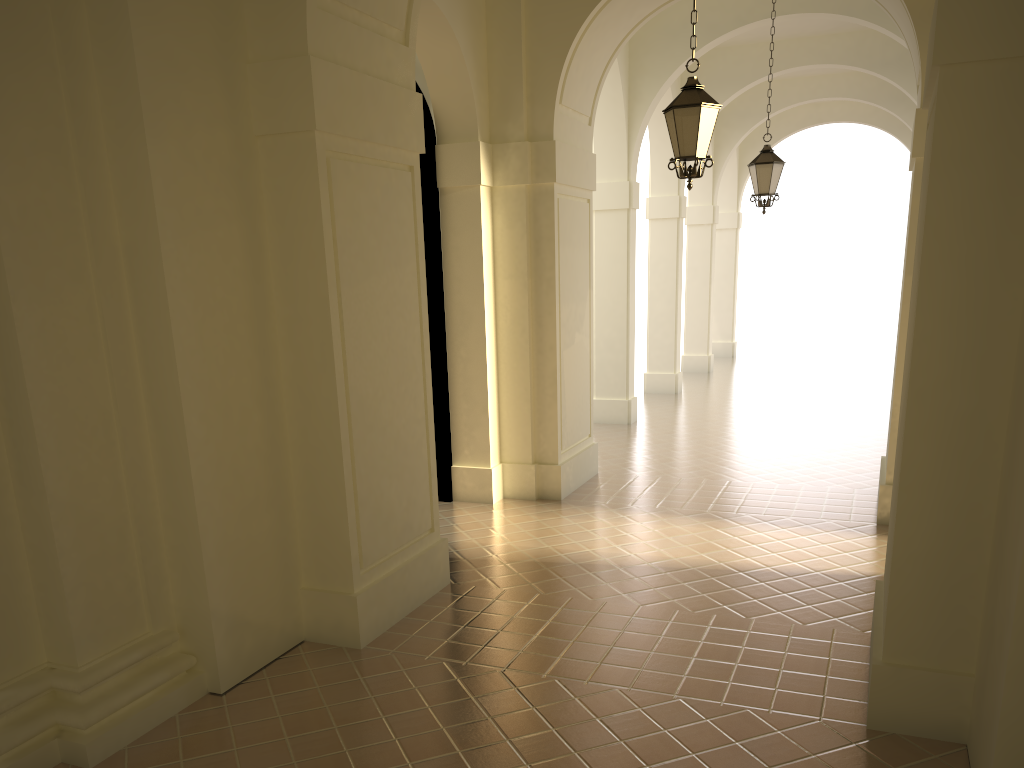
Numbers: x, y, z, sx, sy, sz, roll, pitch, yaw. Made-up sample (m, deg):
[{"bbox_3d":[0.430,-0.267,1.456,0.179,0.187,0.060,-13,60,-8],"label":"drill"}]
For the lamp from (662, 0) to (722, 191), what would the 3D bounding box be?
[{"bbox_3d":[1.492,-3.334,7.128,0.442,3.448,0.490,-4,16,-7],"label":"lamp"}]

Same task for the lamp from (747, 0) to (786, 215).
[{"bbox_3d":[3.418,-3.987,11.592,0.508,3.448,0.426,5,17,22],"label":"lamp"}]
